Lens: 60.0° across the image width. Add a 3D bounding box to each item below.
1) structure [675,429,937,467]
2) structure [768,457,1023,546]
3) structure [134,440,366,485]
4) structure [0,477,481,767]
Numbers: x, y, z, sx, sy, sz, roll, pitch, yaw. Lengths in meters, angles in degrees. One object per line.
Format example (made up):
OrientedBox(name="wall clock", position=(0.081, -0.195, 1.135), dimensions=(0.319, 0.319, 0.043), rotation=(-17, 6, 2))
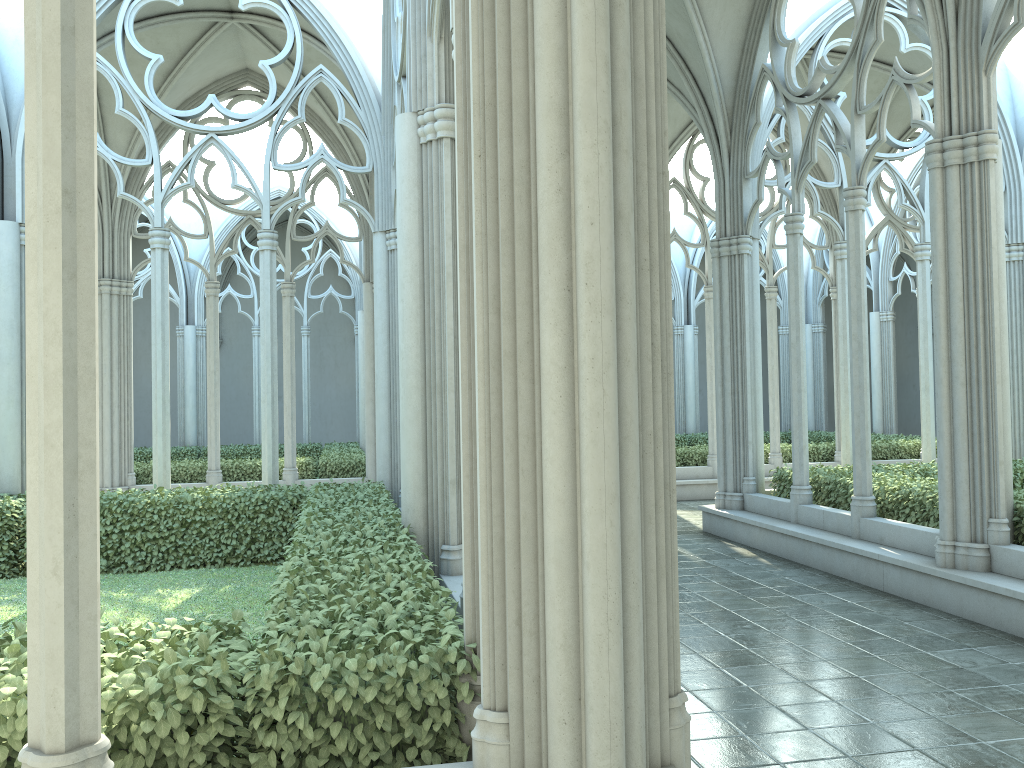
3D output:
OrientedBox(name="structure", position=(5.610, 1.738, 21.745), dimensions=(7.995, 0.963, 8.018), rotation=(-1, -1, -11))
OrientedBox(name="structure", position=(8.110, 1.375, 8.927), dimensions=(7.995, 0.963, 8.018), rotation=(-1, -1, -11))
OrientedBox(name="structure", position=(-7.231, 1.914, 19.232), dimensions=(7.995, 0.963, 8.018), rotation=(-1, -1, -11))
OrientedBox(name="structure", position=(-4.722, 1.551, 6.416), dimensions=(7.995, 0.963, 8.018), rotation=(-1, -1, -11))
